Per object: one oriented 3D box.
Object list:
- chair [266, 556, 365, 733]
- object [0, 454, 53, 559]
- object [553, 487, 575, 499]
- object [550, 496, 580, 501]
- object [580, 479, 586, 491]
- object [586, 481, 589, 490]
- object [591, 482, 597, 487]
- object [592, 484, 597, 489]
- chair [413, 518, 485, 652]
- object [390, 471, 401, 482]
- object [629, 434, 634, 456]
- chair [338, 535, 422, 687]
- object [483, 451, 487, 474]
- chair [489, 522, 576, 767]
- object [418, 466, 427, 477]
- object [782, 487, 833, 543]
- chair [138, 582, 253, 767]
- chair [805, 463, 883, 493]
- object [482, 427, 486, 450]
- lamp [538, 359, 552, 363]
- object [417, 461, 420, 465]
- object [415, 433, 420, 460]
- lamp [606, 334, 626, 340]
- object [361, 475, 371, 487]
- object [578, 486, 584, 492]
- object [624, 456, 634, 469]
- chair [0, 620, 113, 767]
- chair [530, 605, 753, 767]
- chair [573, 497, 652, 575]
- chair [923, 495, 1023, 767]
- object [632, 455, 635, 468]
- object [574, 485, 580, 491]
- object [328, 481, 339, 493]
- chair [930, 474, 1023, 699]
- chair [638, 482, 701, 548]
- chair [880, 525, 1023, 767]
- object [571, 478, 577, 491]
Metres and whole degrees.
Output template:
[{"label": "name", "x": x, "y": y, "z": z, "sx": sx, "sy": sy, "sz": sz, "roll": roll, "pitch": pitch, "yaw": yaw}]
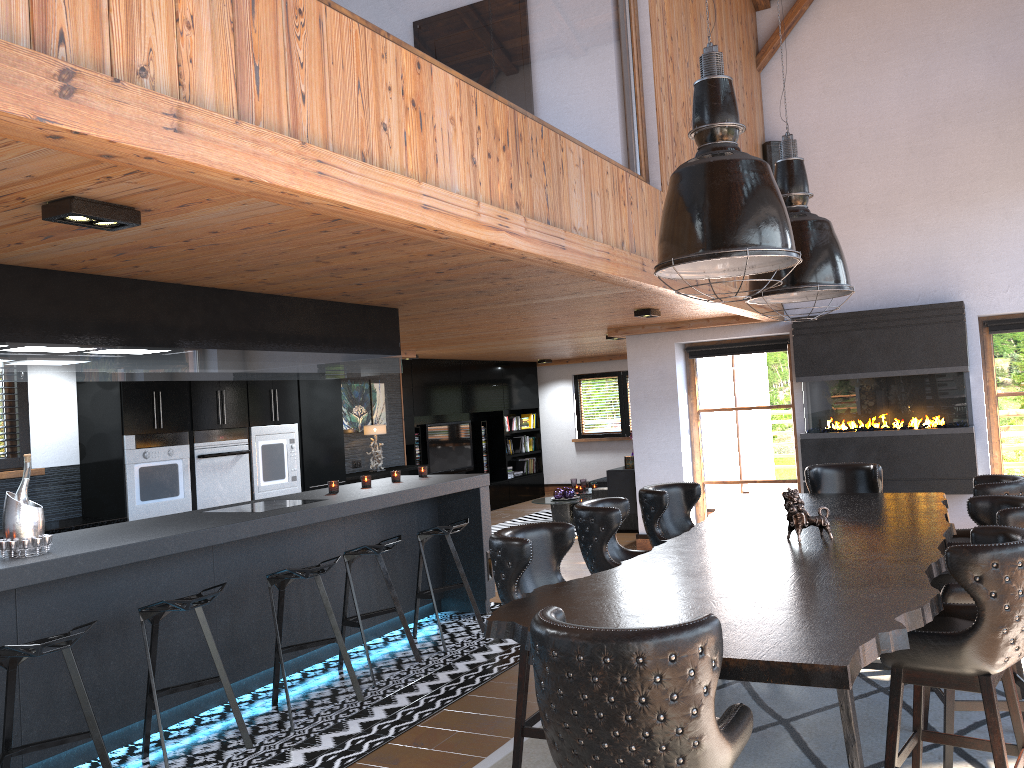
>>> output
[{"label": "chair", "x": -1.207, "y": 1.416, "z": 4.993, "sx": 0.464, "sy": 0.840, "sz": 0.545, "roll": -5, "pitch": -2, "yaw": 34}, {"label": "object", "x": -2.209, "y": 0.545, "z": 4.006, "sx": 0.224, "sy": 0.453, "sz": 0.227, "roll": -5, "pitch": -2, "yaw": 28}, {"label": "object", "x": 0.699, "y": 1.451, "z": 11.776, "sx": 0.283, "sy": 0.143, "sz": 0.265, "roll": -4, "pitch": -2, "yaw": 12}, {"label": "object", "x": 0.706, "y": 1.516, "z": 11.757, "sx": 0.399, "sy": 0.022, "sz": 0.390, "roll": -2, "pitch": -2, "yaw": -43}, {"label": "object", "x": 0.998, "y": 1.412, "z": 12.373, "sx": 0.094, "sy": 0.167, "sz": 0.094, "roll": -4, "pitch": -2, "yaw": -1}, {"label": "object", "x": 1.037, "y": 1.436, "z": 12.485, "sx": 0.113, "sy": 0.122, "sz": 0.114, "roll": -4, "pitch": -2, "yaw": 4}, {"label": "object", "x": 1.158, "y": 1.441, "z": 12.529, "sx": 0.093, "sy": 0.099, "sz": 0.092, "roll": -3, "pitch": -2, "yaw": -25}, {"label": "object", "x": 1.156, "y": 1.445, "z": 12.384, "sx": 0.078, "sy": 0.081, "sz": 0.080, "roll": -5, "pitch": -2, "yaw": 43}, {"label": "chair", "x": -0.537, "y": 1.406, "z": 6.339, "sx": 0.464, "sy": 0.840, "sz": 0.544, "roll": -5, "pitch": -2, "yaw": 29}, {"label": "object", "x": -0.904, "y": 0.718, "z": 6.897, "sx": 0.080, "sy": 0.081, "sz": 0.078, "roll": -3, "pitch": -2, "yaw": -17}, {"label": "object", "x": 1.395, "y": 0.668, "z": 9.933, "sx": 0.150, "sy": 0.505, "sz": 0.328, "roll": -5, "pitch": -2, "yaw": 28}, {"label": "chair", "x": -0.935, "y": 1.415, "z": 5.664, "sx": 0.465, "sy": 0.840, "sz": 0.544, "roll": -4, "pitch": -2, "yaw": 25}, {"label": "object", "x": -0.495, "y": 1.260, "z": 14.301, "sx": 0.124, "sy": 0.379, "sz": 0.126, "roll": -5, "pitch": -2, "yaw": 28}, {"label": "chair", "x": 0.218, "y": 1.171, "z": 3.812, "sx": 0.562, "sy": 1.092, "sz": 0.509, "roll": -5, "pitch": -2, "yaw": 27}, {"label": "object", "x": -0.728, "y": 0.715, "z": 7.222, "sx": 0.080, "sy": 0.081, "sz": 0.078, "roll": -3, "pitch": -2, "yaw": -17}, {"label": "object", "x": 1.374, "y": 0.602, "z": 4.116, "sx": 0.222, "sy": 0.253, "sz": 0.115, "roll": -3, "pitch": -2, "yaw": -10}, {"label": "chair", "x": -1.647, "y": 1.428, "z": 4.330, "sx": 0.465, "sy": 0.840, "sz": 0.544, "roll": -4, "pitch": -2, "yaw": 25}, {"label": "chair", "x": 2.243, "y": 1.094, "z": 5.923, "sx": 0.499, "sy": 1.092, "sz": 0.574, "roll": -5, "pitch": -2, "yaw": 27}, {"label": "object", "x": -0.518, "y": 0.882, "z": 14.315, "sx": 0.124, "sy": 0.379, "sz": 0.126, "roll": -5, "pitch": -2, "yaw": 28}, {"label": "lamp", "x": 0.562, "y": -0.392, "z": 15.139, "sx": 0.154, "sy": 0.068, "sz": 0.264, "roll": -4, "pitch": -2, "yaw": 28}, {"label": "object", "x": -1.393, "y": 1.276, "z": 12.644, "sx": 0.124, "sy": 0.379, "sz": 0.126, "roll": -5, "pitch": -2, "yaw": 28}, {"label": "object", "x": -1.417, "y": 0.898, "z": 12.658, "sx": 0.124, "sy": 0.379, "sz": 0.126, "roll": -5, "pitch": -2, "yaw": 28}, {"label": "lamp", "x": 1.205, "y": -0.551, "z": 10.257, "sx": 0.154, "sy": 0.068, "sz": 0.264, "roll": -4, "pitch": -2, "yaw": 28}, {"label": "object", "x": -1.081, "y": 0.722, "z": 6.571, "sx": 0.080, "sy": 0.081, "sz": 0.078, "roll": -3, "pitch": -2, "yaw": -17}, {"label": "object", "x": 0.951, "y": 1.455, "z": 12.250, "sx": 0.078, "sy": 0.081, "sz": 0.080, "roll": -5, "pitch": -2, "yaw": 43}, {"label": "object", "x": 1.277, "y": 0.854, "z": 9.665, "sx": 0.107, "sy": 0.135, "sz": 0.097, "roll": -4, "pitch": -2, "yaw": 18}, {"label": "chair", "x": -1.973, "y": 1.432, "z": 3.639, "sx": 0.464, "sy": 0.840, "sz": 0.544, "roll": -5, "pitch": -2, "yaw": 28}, {"label": "chair", "x": 0.350, "y": 1.127, "z": 2.322, "sx": 0.499, "sy": 1.092, "sz": 0.574, "roll": -5, "pitch": -2, "yaw": 27}, {"label": "chair", "x": 0.638, "y": 1.166, "z": 4.690, "sx": 0.565, "sy": 1.092, "sz": 0.506, "roll": -4, "pitch": -2, "yaw": 12}, {"label": "chair", "x": 2.067, "y": 1.055, "z": 3.836, "sx": 0.565, "sy": 1.092, "sz": 0.506, "roll": -4, "pitch": -2, "yaw": 12}, {"label": "object", "x": 1.377, "y": 0.850, "z": 9.755, "sx": 0.098, "sy": 0.135, "sz": 0.107, "roll": -2, "pitch": -2, "yaw": -30}, {"label": "object", "x": 0.912, "y": 1.462, "z": 12.431, "sx": 0.078, "sy": 0.081, "sz": 0.080, "roll": -5, "pitch": -2, "yaw": 43}, {"label": "object", "x": -1.257, "y": 0.725, "z": 6.246, "sx": 0.080, "sy": 0.081, "sz": 0.078, "roll": -3, "pitch": -2, "yaw": -17}, {"label": "chair", "x": 2.488, "y": 1.050, "z": 4.714, "sx": 0.562, "sy": 1.092, "sz": 0.509, "roll": -5, "pitch": -2, "yaw": 27}, {"label": "chair", "x": 1.090, "y": 1.164, "z": 5.387, "sx": 0.561, "sy": 1.092, "sz": 0.510, "roll": -5, "pitch": -2, "yaw": 37}, {"label": "chair", "x": 1.616, "y": 1.076, "z": 3.137, "sx": 0.561, "sy": 1.092, "sz": 0.510, "roll": -5, "pitch": -2, "yaw": 37}, {"label": "object", "x": 0.879, "y": 1.424, "z": 12.530, "sx": 0.094, "sy": 0.167, "sz": 0.094, "roll": -4, "pitch": -2, "yaw": -1}]
